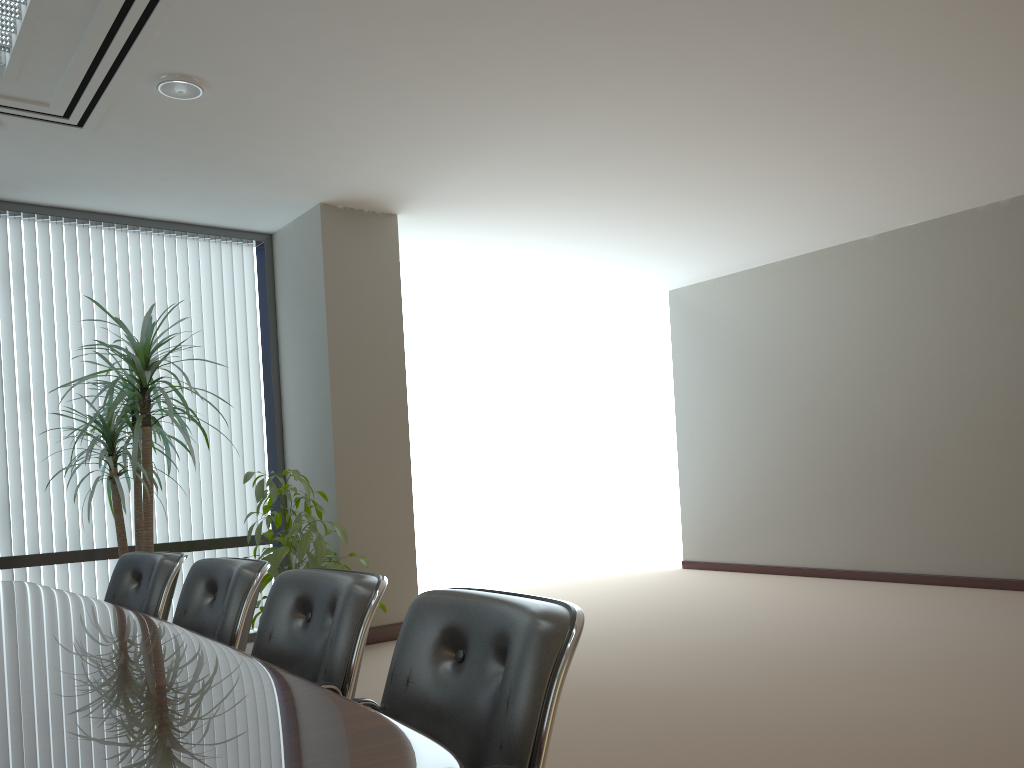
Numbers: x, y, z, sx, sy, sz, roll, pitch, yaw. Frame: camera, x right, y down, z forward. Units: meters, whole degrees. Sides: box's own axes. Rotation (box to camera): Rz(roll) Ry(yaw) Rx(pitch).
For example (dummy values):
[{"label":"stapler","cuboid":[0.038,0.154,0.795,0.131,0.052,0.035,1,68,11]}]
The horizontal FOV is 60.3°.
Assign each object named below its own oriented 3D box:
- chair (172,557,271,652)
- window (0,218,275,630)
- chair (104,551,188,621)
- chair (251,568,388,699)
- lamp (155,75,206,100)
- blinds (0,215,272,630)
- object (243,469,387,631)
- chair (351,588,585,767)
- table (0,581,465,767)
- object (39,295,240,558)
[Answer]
[{"label":"chair","cuboid":[-1.944,1.061,2.591,2.524,0.856,0.762,1,-5,-37]},{"label":"window","cuboid":[-4.154,0.174,3.386,3.533,2.903,7.403,-4,-5,8]},{"label":"chair","cuboid":[-1.804,1.172,3.729,0.851,0.857,0.738,-1,-4,-42]},{"label":"chair","cuboid":[-0.767,0.977,2.417,0.851,0.857,0.762,-1,-3,-37]},{"label":"lamp","cuboid":[-1.568,-1.396,4.169,0.225,0.035,0.226,-2,-6,-13]},{"label":"blinds","cuboid":[-3.857,0.342,5.210,4.923,2.904,0.051,0,-2,-37]},{"label":"object","cuboid":[-1.334,1.205,5.707,0.858,1.311,0.980,-4,-2,23]},{"label":"chair","cuboid":[-0.273,0.873,1.686,0.855,0.857,0.757,-1,-3,-33]},{"label":"table","cuboid":[-1.694,1.068,2.282,1.505,0.747,4.093,0,-7,-37]},{"label":"object","cuboid":[-2.267,0.652,5.400,1.034,2.311,1.016,-4,-1,28]}]
